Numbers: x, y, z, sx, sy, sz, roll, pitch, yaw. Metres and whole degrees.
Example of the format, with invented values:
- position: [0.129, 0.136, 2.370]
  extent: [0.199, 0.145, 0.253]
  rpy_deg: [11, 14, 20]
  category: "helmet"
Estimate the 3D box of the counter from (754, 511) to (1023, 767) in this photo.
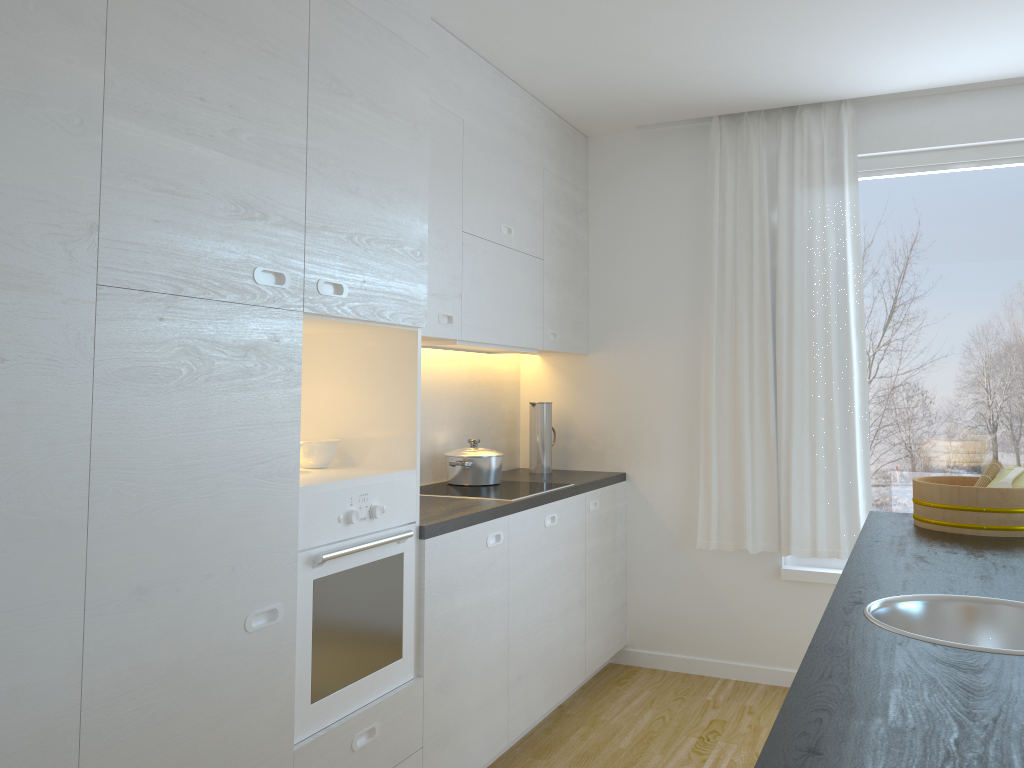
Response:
- position: [1.003, 0.446, 1.841]
  extent: [0.600, 0.040, 2.395]
  rpy_deg: [0, -1, 25]
  category: "counter"

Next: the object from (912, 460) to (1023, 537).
- position: [1.449, 0.330, 2.717]
  extent: [0.429, 0.215, 0.378]
  rpy_deg: [1, -2, -37]
  category: "object"

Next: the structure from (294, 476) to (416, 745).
- position: [-0.402, 0.574, 2.399]
  extent: [0.049, 0.598, 0.559]
  rpy_deg: [-2, -3, 25]
  category: "structure"

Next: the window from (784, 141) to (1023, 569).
- position: [2.549, -0.106, 3.731]
  extent: [2.725, 1.926, 0.088]
  rpy_deg: [-1, -4, 25]
  category: "window"

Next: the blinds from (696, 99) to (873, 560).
- position: [1.244, -0.290, 4.134]
  extent: [0.794, 2.169, 0.149]
  rpy_deg: [-1, -4, 24]
  category: "blinds"

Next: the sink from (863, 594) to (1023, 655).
- position: [0.840, 0.497, 1.566]
  extent: [0.404, 0.157, 0.403]
  rpy_deg: [1, -1, -23]
  category: "sink"

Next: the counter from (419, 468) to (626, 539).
- position: [-0.115, 0.459, 3.705]
  extent: [0.600, 0.040, 1.996]
  rpy_deg: [0, -1, 25]
  category: "counter"

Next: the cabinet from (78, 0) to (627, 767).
- position: [-0.310, 0.133, 3.159]
  extent: [0.481, 2.309, 3.193]
  rpy_deg: [-2, -2, 25]
  category: "cabinet"

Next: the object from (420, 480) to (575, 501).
- position: [-0.116, 0.442, 3.711]
  extent: [0.561, 0.013, 0.652]
  rpy_deg: [0, -1, 25]
  category: "object"
